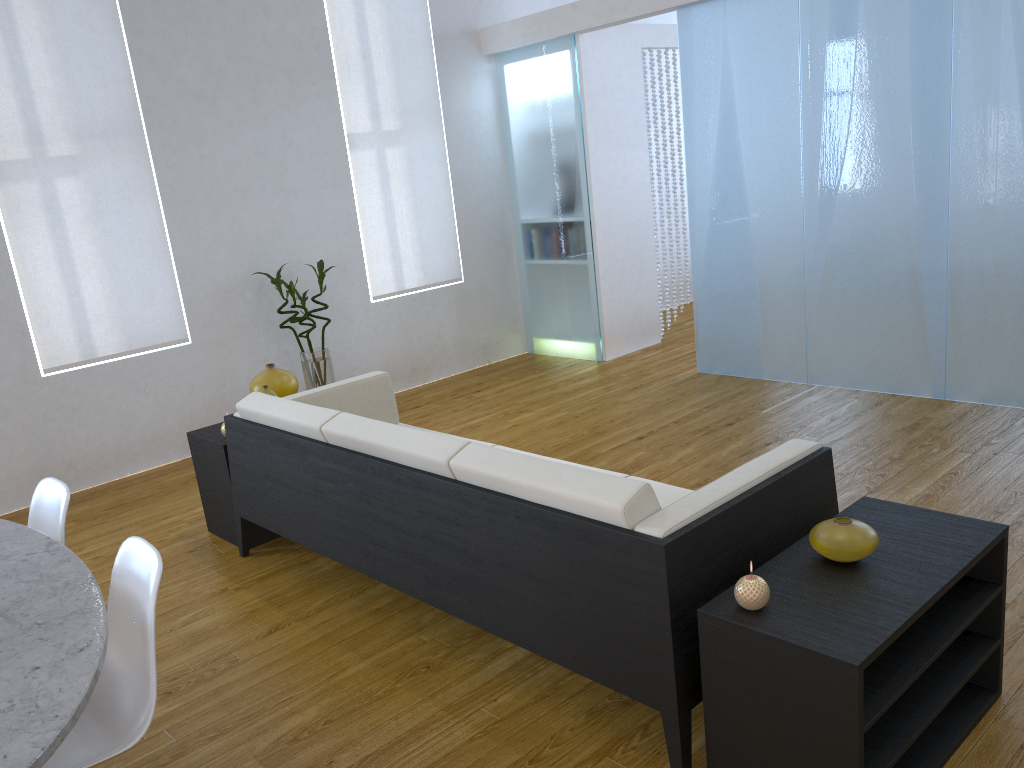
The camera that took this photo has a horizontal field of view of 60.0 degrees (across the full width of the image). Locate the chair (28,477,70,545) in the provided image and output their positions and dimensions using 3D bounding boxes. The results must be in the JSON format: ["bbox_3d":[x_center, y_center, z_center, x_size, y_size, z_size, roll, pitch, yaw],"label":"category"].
[{"bbox_3d":[-1.355,0.482,2.316,0.417,0.354,0.404,-20,19,-40],"label":"chair"}]

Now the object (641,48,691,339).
[{"bbox_3d":[1.308,-1.411,6.540,0.918,2.032,0.051,-20,20,-39],"label":"object"}]

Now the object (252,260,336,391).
[{"bbox_3d":[-1.212,-0.212,5.152,0.380,0.988,0.480,-1,16,20],"label":"object"}]

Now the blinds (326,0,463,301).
[{"bbox_3d":[-0.738,-1.643,5.639,0.757,2.129,0.007,-20,20,-39],"label":"blinds"}]

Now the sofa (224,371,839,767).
[{"bbox_3d":[0.411,0.214,3.363,9.672,0.684,5.322,-19,18,-40],"label":"sofa"}]

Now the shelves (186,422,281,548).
[{"bbox_3d":[-0.959,0.350,3.887,0.726,0.455,0.348,-19,19,-40],"label":"shelves"}]

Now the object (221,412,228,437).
[{"bbox_3d":[-1.137,0.162,3.563,0.071,0.105,0.071,-10,16,-14],"label":"object"}]

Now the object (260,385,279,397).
[{"bbox_3d":[-1.013,0.085,3.693,0.095,0.162,0.095,-7,15,0],"label":"object"}]

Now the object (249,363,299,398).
[{"bbox_3d":[-1.031,0.019,3.849,0.207,0.217,0.205,-7,15,0],"label":"object"}]

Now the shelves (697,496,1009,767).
[{"bbox_3d":[0.794,0.616,2.010,0.726,0.455,0.348,-19,19,-40],"label":"shelves"}]

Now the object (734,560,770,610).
[{"bbox_3d":[0.492,0.409,1.819,0.071,0.105,0.071,-10,16,-14],"label":"object"}]

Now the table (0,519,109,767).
[{"bbox_3d":[-1.419,0.822,1.870,1.065,0.628,1.905,-19,19,-41],"label":"table"}]

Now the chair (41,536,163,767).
[{"bbox_3d":[-0.910,0.557,1.810,0.417,0.354,0.404,-18,18,-36],"label":"chair"}]

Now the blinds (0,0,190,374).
[{"bbox_3d":[-2.181,-1.158,4.381,0.757,2.128,0.007,-20,20,-39],"label":"blinds"}]

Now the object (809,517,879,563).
[{"bbox_3d":[0.742,0.346,1.983,0.147,0.091,0.145,-7,14,0],"label":"object"}]
